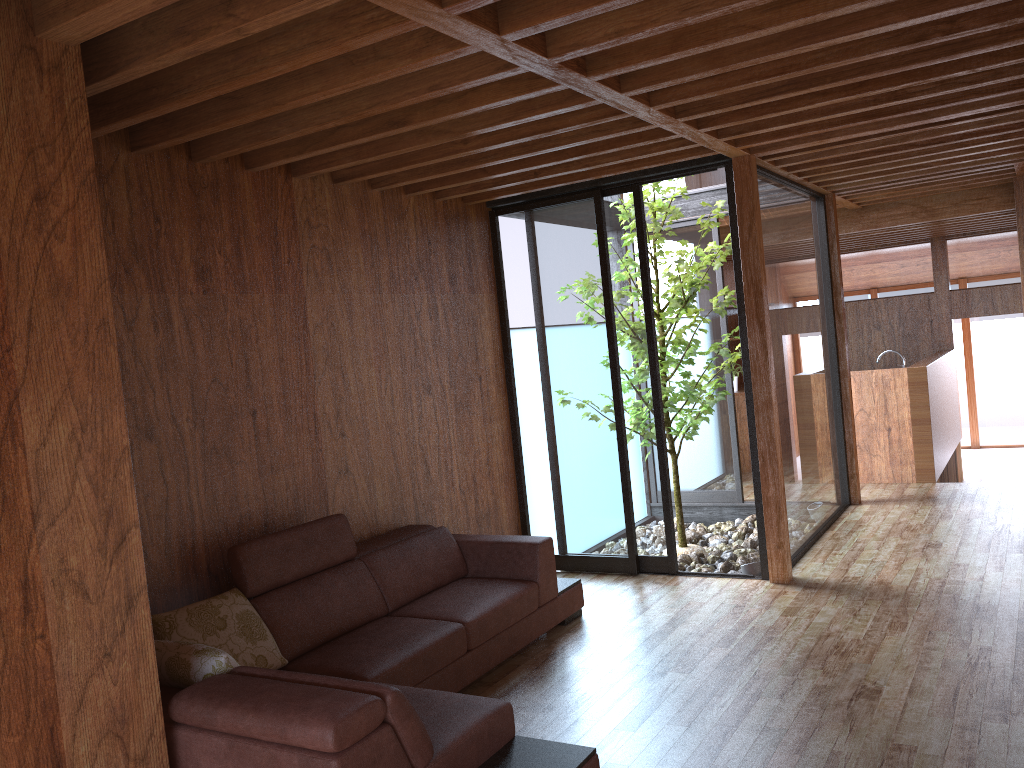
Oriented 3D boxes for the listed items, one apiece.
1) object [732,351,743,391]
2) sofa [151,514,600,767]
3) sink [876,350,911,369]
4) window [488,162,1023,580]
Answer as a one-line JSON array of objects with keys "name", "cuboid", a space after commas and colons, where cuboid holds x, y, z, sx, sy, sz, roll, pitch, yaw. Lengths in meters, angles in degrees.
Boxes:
[{"name": "object", "cuboid": [2.173, -0.154, 8.714, 0.317, 0.449, 0.334, -8, 4, -43]}, {"name": "sofa", "cuboid": [-0.242, 0.921, 3.485, 1.688, 0.760, 2.521, -4, 3, 31]}, {"name": "sink", "cuboid": [3.584, -0.145, 8.324, 0.554, 0.423, 2.474, -4, 3, 31]}, {"name": "window", "cuboid": [1.906, -1.150, 5.066, 4.076, 5.133, 14.059, -4, 3, 31]}]
